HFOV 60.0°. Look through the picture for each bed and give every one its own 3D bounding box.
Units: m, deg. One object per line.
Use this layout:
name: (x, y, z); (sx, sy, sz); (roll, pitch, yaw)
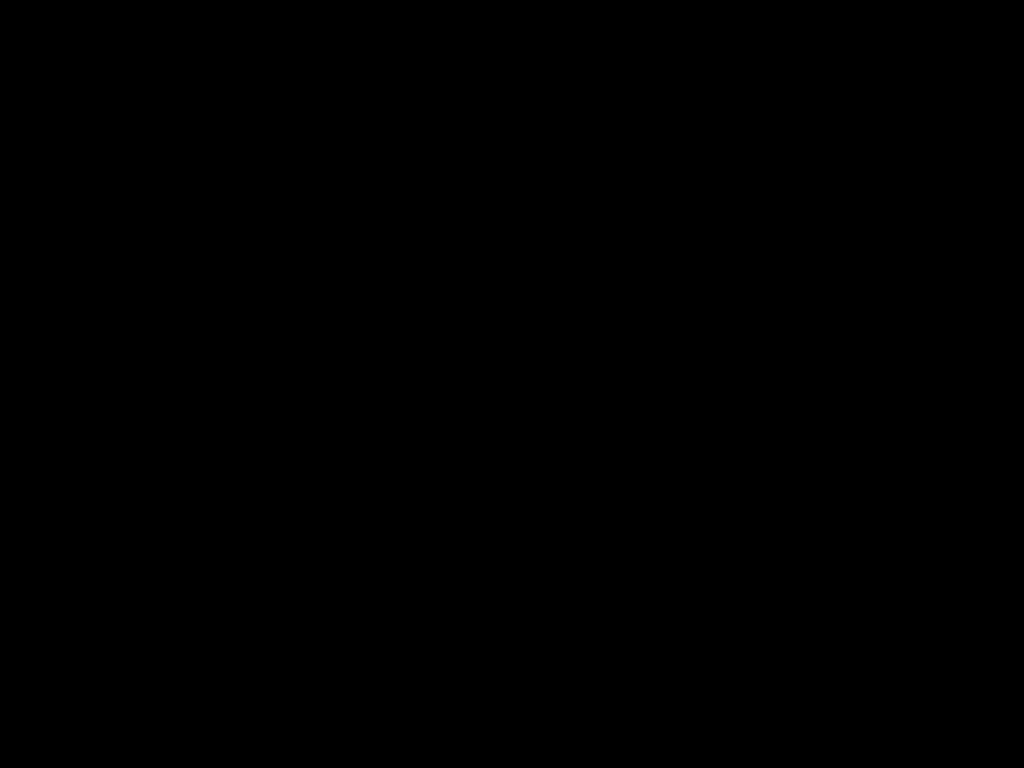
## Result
bed: (-0.729, -0.248, 1.097); (2.087, 0.994, 3.009); (-2, 1, 8)

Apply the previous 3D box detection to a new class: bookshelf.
bookshelf: (-0.459, 0.044, 2.911); (1.495, 0.303, 0.643); (-2, 1, 8)

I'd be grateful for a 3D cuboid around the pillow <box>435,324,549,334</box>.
pillow: (-0.188, -0.222, 2.613); (0.498, 0.241, 0.470); (-3, 1, -27)
